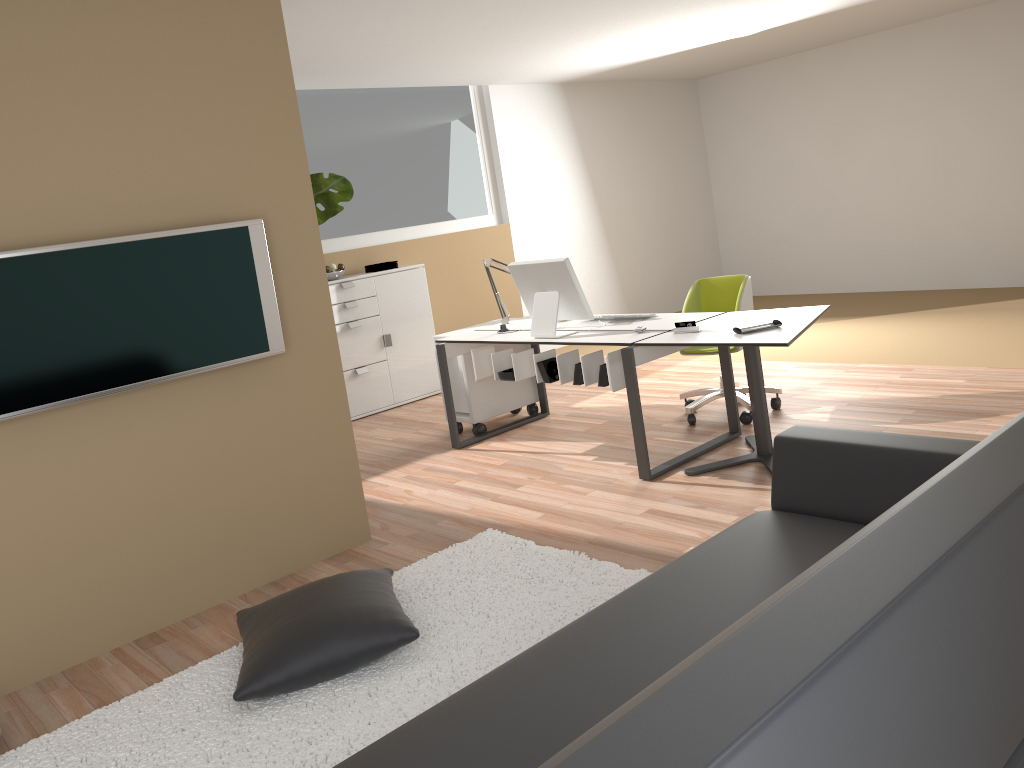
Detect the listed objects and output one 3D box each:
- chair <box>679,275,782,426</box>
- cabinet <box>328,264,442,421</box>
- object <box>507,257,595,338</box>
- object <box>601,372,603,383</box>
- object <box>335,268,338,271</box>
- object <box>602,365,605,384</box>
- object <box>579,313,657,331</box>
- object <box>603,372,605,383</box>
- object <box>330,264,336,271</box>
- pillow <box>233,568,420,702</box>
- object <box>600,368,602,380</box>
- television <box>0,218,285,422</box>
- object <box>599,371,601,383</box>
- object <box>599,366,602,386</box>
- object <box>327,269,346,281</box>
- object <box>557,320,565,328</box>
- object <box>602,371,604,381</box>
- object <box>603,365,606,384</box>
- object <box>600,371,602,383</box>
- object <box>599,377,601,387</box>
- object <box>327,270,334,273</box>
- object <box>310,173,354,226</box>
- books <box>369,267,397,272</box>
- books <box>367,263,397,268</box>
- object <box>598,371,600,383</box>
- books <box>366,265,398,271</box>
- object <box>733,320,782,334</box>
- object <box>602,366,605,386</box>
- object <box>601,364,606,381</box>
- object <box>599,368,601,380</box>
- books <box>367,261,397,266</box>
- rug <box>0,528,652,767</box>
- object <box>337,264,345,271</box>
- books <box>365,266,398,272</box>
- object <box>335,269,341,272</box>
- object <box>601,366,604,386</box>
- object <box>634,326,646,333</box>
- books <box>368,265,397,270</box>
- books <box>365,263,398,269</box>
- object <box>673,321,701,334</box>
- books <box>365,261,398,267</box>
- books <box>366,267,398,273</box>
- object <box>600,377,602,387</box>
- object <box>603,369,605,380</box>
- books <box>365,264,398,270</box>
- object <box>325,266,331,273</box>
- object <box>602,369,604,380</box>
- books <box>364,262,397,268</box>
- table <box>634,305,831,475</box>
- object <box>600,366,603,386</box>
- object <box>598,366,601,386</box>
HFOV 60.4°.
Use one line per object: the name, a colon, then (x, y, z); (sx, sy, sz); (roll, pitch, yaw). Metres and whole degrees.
chair: (1.271, -0.220, 5.333); (0.618, 0.801, 0.609); (-6, 7, 24)
cabinet: (-1.315, -0.290, 6.951); (1.547, 1.072, 0.415); (-16, 9, -40)
object: (0.210, -0.482, 4.881); (0.200, 0.427, 0.465); (-13, 9, -40)
object: (0.504, -0.056, 4.494); (0.135, 0.112, 0.040); (-16, 8, -40)
object: (-1.386, -0.882, 6.952); (0.056, 0.065, 0.053); (-4, 8, 34)
object: (0.510, -0.056, 4.488); (0.135, 0.112, 0.039); (-16, 8, -40)
object: (0.535, -0.343, 5.067); (0.455, 0.079, 0.394); (2, 15, 43)
object: (0.514, -0.055, 4.484); (0.135, 0.112, 0.040); (-16, 8, -40)
object: (-1.402, -0.909, 6.886); (0.056, 0.066, 0.051); (-11, 7, -17)
pillow: (-0.646, 0.825, 2.998); (0.585, 0.207, 0.615); (-12, 11, -15)
object: (0.498, -0.056, 4.501); (0.135, 0.112, 0.040); (-16, 8, -40)
television: (-1.454, -0.273, 3.350); (1.192, 0.573, 0.054); (-17, 9, -40)
object: (0.495, -0.057, 4.505); (0.135, 0.112, 0.040); (-16, 8, -40)
object: (0.497, -0.056, 4.503); (0.135, 0.112, 0.040); (-16, 8, -40)
object: (-1.449, -0.838, 6.879); (0.313, 0.063, 0.320); (-6, 11, 14)
object: (0.284, -0.357, 5.332); (0.140, 0.079, 0.378); (-4, 12, 28)
object: (0.509, -0.056, 4.489); (0.135, 0.112, 0.039); (-16, 8, -40)
object: (0.515, -0.055, 4.483); (0.135, 0.112, 0.039); (-16, 8, -40)
object: (0.500, -0.056, 4.500); (0.135, 0.112, 0.040); (-16, 8, -40)
object: (0.498, -0.057, 4.502); (0.135, 0.112, 0.039); (-16, 8, -40)
object: (-1.397, -0.847, 6.800); (0.057, 0.065, 0.052); (-13, 8, -28)
object: (-1.586, -1.198, 6.799); (0.872, 0.836, 0.264); (-16, 8, -43)
books: (-1.071, -0.942, 7.243); (0.226, 0.006, 0.157); (-18, 14, -40)
books: (-1.078, -0.975, 7.242); (0.226, 0.008, 0.157); (-18, 14, -40)
object: (0.491, -0.057, 4.510); (0.135, 0.112, 0.040); (-16, 8, -40)
books: (-1.074, -0.953, 7.241); (0.226, 0.006, 0.157); (-19, 15, -42)
object: (1.141, -0.266, 4.091); (0.216, 0.030, 0.090); (-11, 10, -11)
object: (0.511, -0.055, 4.487); (0.135, 0.112, 0.040); (-16, 8, -40)
object: (0.504, -0.056, 4.495); (0.135, 0.112, 0.039); (-16, 8, -40)
object: (0.494, -0.057, 4.507); (0.135, 0.112, 0.040); (-16, 8, -40)
books: (-1.076, -0.991, 7.241); (0.226, 0.006, 0.157); (-18, 14, -40)
rug: (-0.358, 0.929, 2.750); (2.056, 0.045, 1.448); (-18, 14, -40)
object: (-1.347, -0.917, 6.934); (0.053, 0.067, 0.053); (-13, 8, -32)
books: (-1.072, -0.947, 7.242); (0.226, 0.006, 0.157); (-18, 14, -40)
object: (-1.359, -0.872, 6.896); (0.056, 0.063, 0.055); (-5, 8, 27)
object: (0.506, -0.056, 4.493); (0.135, 0.112, 0.040); (-16, 8, -40)
object: (0.663, -0.284, 4.552); (0.047, 0.021, 0.086); (-3, 12, 28)
books: (-1.073, -0.958, 7.242); (0.226, 0.006, 0.157); (-18, 14, -40)
books: (-1.075, -0.969, 7.239); (0.225, 0.006, 0.157); (-18, 14, -39)
object: (0.860, -0.283, 4.333); (0.129, 0.055, 0.050); (-4, 8, 24)
books: (-1.075, -0.985, 7.240); (0.226, 0.007, 0.157); (-18, 14, -40)
books: (-1.070, -0.936, 7.242); (0.226, 0.007, 0.157); (-18, 14, -40)
object: (0.503, -0.056, 4.496); (0.135, 0.112, 0.039); (-16, 8, -40)
object: (0.512, -0.055, 4.486); (0.135, 0.112, 0.040); (-16, 8, -40)
books: (-1.074, -0.964, 7.242); (0.226, 0.006, 0.157); (-18, 14, -40)
object: (-1.431, -0.887, 6.833); (0.055, 0.063, 0.054); (-4, 9, 34)
object: (0.507, -0.056, 4.491); (0.135, 0.112, 0.040); (-16, 8, -40)
books: (-1.078, -0.980, 7.242); (0.226, 0.008, 0.157); (-18, 14, -40)
table: (1.249, 0.040, 4.309); (0.941, 0.680, 0.809); (-17, 11, -43)
object: (0.501, -0.056, 4.498); (0.135, 0.112, 0.040); (-16, 8, -40)
object: (0.492, -0.057, 4.508); (0.135, 0.112, 0.040); (-16, 8, -40)
